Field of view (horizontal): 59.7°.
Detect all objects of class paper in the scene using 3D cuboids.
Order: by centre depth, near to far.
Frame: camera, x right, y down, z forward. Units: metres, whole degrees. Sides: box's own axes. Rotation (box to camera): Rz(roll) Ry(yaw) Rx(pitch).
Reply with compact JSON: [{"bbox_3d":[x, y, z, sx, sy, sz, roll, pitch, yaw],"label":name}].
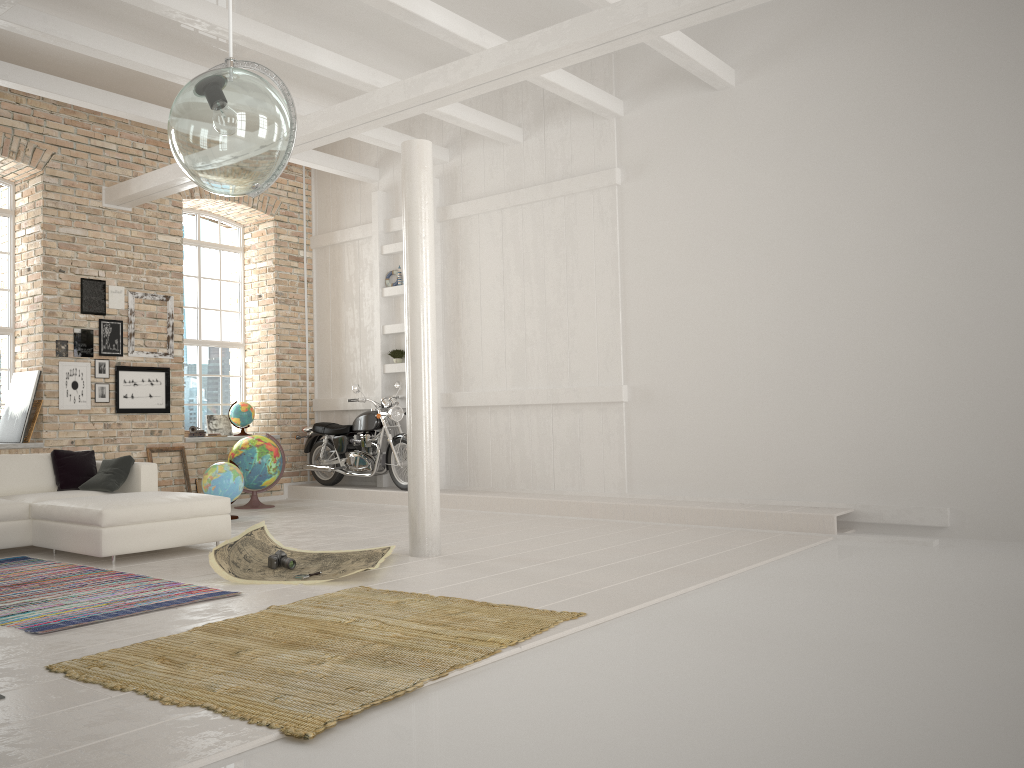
[{"bbox_3d":[-1.386,1.139,6.223,1.073,0.265,1.451,-1,-2,2],"label":"paper"}]

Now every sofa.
[{"bbox_3d":[-4.075,0.966,6.706,2.320,0.842,3.061,-3,-3,38],"label":"sofa"}]

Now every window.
[{"bbox_3d":[-1.256,-1.093,5.538,12.213,2.989,1.336,-3,-3,39],"label":"window"},{"bbox_3d":[0.577,-1.037,7.888,12.213,2.989,1.336,-3,-3,39],"label":"window"}]

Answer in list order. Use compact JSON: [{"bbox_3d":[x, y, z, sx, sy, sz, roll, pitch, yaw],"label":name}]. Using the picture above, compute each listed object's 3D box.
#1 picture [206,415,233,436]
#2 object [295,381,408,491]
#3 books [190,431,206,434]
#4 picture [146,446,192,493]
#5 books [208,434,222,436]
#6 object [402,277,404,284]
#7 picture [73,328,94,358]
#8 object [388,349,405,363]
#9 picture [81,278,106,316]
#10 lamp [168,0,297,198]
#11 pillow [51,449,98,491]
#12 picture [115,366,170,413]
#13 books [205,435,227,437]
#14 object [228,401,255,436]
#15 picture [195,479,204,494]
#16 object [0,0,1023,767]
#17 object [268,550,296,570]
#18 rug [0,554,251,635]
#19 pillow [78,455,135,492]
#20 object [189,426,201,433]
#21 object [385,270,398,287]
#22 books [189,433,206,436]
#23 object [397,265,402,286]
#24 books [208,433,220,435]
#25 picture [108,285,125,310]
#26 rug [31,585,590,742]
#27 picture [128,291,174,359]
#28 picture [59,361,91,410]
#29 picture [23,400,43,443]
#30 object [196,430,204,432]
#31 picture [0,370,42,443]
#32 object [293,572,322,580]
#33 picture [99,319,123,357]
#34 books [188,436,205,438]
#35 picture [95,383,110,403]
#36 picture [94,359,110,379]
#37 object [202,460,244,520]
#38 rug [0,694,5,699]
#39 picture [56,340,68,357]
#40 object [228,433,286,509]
[{"bbox_3d":[-3.872,0.554,11.804,0.072,0.292,0.366,-3,-3,38],"label":"picture"},{"bbox_3d":[-1.885,0.637,11.081,2.310,1.329,0.762,-3,-3,35],"label":"object"},{"bbox_3d":[-3.946,0.602,11.028,0.216,0.026,0.241,-3,-3,34],"label":"books"},{"bbox_3d":[-3.956,1.106,10.333,0.237,0.748,0.472,-3,-3,38],"label":"picture"},{"bbox_3d":[-3.678,0.632,11.037,0.140,0.014,0.101,-2,-2,21],"label":"books"},{"bbox_3d":[-1.285,-1.358,11.019,0.060,0.261,0.249,1,-3,-38],"label":"object"},{"bbox_3d":[-4.668,-0.446,9.717,0.015,0.306,0.214,-4,-3,38],"label":"picture"},{"bbox_3d":[-1.437,-0.344,11.119,0.235,0.180,0.247,-2,-2,9],"label":"object"},{"bbox_3d":[-4.613,-0.959,9.825,0.020,0.394,0.276,-4,-3,38],"label":"picture"},{"bbox_3d":[-1.140,-1.534,3.607,0.470,1.599,0.534,1,-3,-37],"label":"lamp"},{"bbox_3d":[-3.955,0.783,8.091,0.259,0.390,0.398,-3,-3,39],"label":"pillow"},{"bbox_3d":[-4.233,0.068,10.226,0.034,0.535,0.666,-4,-3,38],"label":"picture"},{"bbox_3d":[-3.667,0.649,11.038,0.188,0.022,0.212,-3,-3,38],"label":"books"},{"bbox_3d":[-3.524,0.452,11.646,0.352,0.465,0.307,-4,-3,44],"label":"object"},{"bbox_3d":[-3.697,1.320,10.785,0.102,0.351,0.250,-3,-3,38],"label":"picture"},{"bbox_3d":[-1.527,-1.143,5.244,12.660,4.800,9.461,-3,-3,39],"label":"object"},{"bbox_3d":[-1.574,1.208,6.129,0.181,0.124,0.139,-3,-3,39],"label":"object"},{"bbox_3d":[-3.028,1.283,5.618,2.860,0.008,1.316,-3,-3,38],"label":"rug"},{"bbox_3d":[-3.570,0.785,7.862,0.441,0.305,0.321,-3,-3,29],"label":"pillow"},{"bbox_3d":[-3.934,0.563,11.059,0.092,0.090,0.489,-1,-2,-13],"label":"object"},{"bbox_3d":[-1.502,-1.328,11.262,0.248,0.229,0.066,-3,-3,31],"label":"object"},{"bbox_3d":[-3.950,0.627,11.019,0.217,0.029,0.238,-3,-3,37],"label":"books"},{"bbox_3d":[-1.406,-1.353,11.155,0.066,0.267,0.068,-1,-3,-8],"label":"object"},{"bbox_3d":[-3.687,0.620,11.039,0.105,0.013,0.129,-2,-2,13],"label":"books"},{"bbox_3d":[-4.453,-0.974,10.038,0.013,0.259,0.181,-4,-3,38],"label":"picture"},{"bbox_3d":[-0.801,1.173,4.131,1.635,0.021,2.062,-2,-3,32],"label":"rug"},{"bbox_3d":[-4.186,-0.676,10.342,0.027,0.749,0.563,-4,-3,38],"label":"picture"},{"bbox_3d":[-4.714,0.020,9.618,0.014,0.514,0.342,-4,-3,38],"label":"picture"},{"bbox_3d":[-5.087,0.398,9.375,0.387,0.460,0.162,-3,-3,38],"label":"picture"},{"bbox_3d":[-3.939,0.580,11.019,0.170,0.021,0.199,-3,-3,38],"label":"object"},{"bbox_3d":[-5.239,0.246,9.465,0.628,0.764,0.229,-3,-3,39],"label":"picture"},{"bbox_3d":[-1.308,1.240,5.781,0.103,0.019,0.213,-3,-3,34],"label":"object"},{"bbox_3d":[-4.476,-0.514,9.958,0.011,0.409,0.273,-4,-3,38],"label":"picture"},{"bbox_3d":[-3.946,0.653,11.015,0.216,0.025,0.238,-3,-3,39],"label":"books"},{"bbox_3d":[-4.530,0.100,9.855,0.012,0.213,0.164,-4,-3,38],"label":"picture"},{"bbox_3d":[-4.537,-0.168,9.867,0.012,0.213,0.164,-4,-3,38],"label":"picture"},{"bbox_3d":[-3.072,1.127,9.478,0.438,0.631,0.457,-1,-3,-11],"label":"object"},{"bbox_3d":[-3.416,1.211,3.661,2.897,0.041,1.344,-3,-3,37],"label":"rug"},{"bbox_3d":[-4.811,-0.378,9.530,0.009,0.179,0.125,-4,-4,44],"label":"picture"},{"bbox_3d":[-3.081,1.051,10.704,0.679,0.924,0.632,-2,-3,14],"label":"object"}]
